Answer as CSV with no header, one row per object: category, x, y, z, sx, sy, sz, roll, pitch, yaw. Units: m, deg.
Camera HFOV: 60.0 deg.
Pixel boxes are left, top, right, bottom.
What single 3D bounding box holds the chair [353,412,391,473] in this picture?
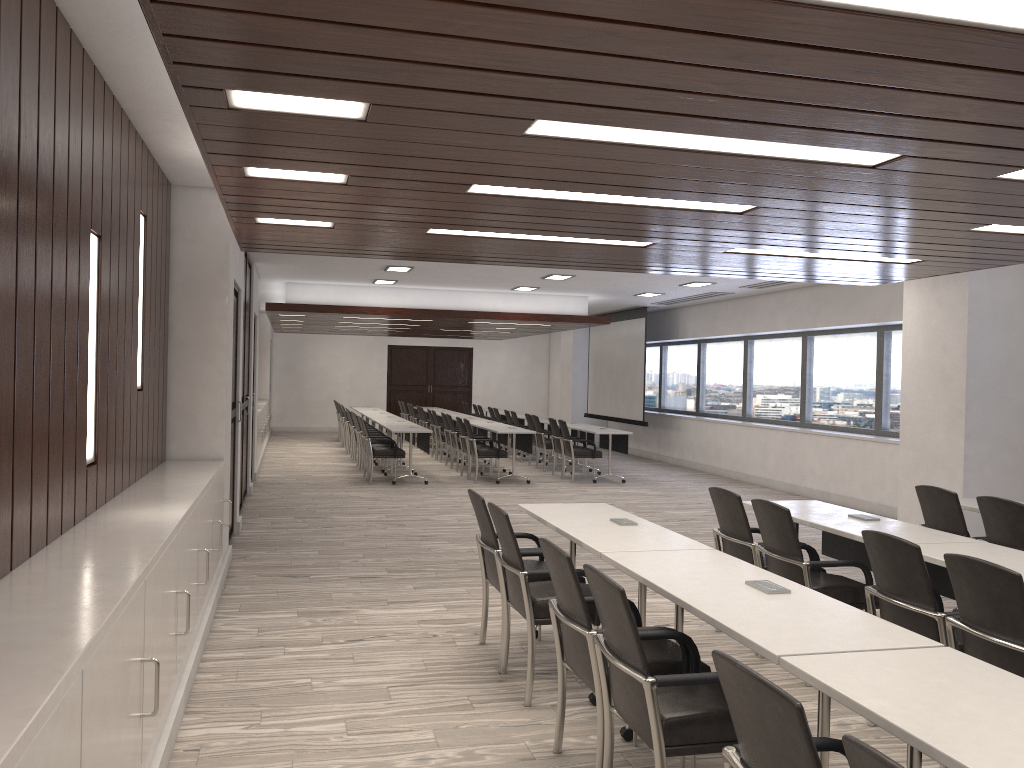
chair,-2.255,0.933,14.324,0.638,0.939,0.513,1,1,-14

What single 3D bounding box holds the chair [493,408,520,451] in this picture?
chair,-0.066,0.953,18.002,0.638,0.939,0.513,1,1,-14

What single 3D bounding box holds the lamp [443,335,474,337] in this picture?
lamp,-1.305,-1.123,20.189,1.496,0.045,0.236,1,1,-14

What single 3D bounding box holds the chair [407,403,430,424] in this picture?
chair,-2.013,0.893,19.630,0.638,0.939,0.513,1,1,-14

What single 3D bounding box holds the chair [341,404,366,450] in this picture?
chair,-3.115,0.883,17.782,0.638,0.939,0.513,1,1,-15

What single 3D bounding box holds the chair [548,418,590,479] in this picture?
chair,0.902,1.009,14.086,0.638,0.939,0.513,1,1,-14

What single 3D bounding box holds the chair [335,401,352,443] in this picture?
chair,-3.729,0.848,20.224,0.638,0.939,0.513,1,1,-14

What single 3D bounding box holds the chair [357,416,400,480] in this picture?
chair,-2.013,0.947,13.351,0.638,0.939,0.513,1,1,-15

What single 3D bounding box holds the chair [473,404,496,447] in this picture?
chair,-0.574,0.924,19.996,0.638,0.939,0.513,1,1,-14

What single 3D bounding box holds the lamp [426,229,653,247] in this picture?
lamp,0.195,-0.964,5.704,1.496,0.045,0.236,1,1,-14

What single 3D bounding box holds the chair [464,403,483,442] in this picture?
chair,-0.817,0.910,20.956,0.638,0.939,0.513,1,1,-13

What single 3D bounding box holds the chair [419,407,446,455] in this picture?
chair,-1.529,0.922,17.645,0.638,0.939,0.513,1,1,-14

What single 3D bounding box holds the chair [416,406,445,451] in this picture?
chair,-1.647,0.915,18.155,0.638,0.939,0.513,1,1,-14

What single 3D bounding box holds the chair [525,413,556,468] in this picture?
chair,0.548,0.988,15.569,0.638,0.939,0.513,1,1,-15

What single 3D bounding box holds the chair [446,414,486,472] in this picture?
chair,-0.778,0.965,14.693,0.638,0.939,0.513,1,1,-15

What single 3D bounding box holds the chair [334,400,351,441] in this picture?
chair,-3.860,0.841,20.732,0.638,0.939,0.513,1,1,-14

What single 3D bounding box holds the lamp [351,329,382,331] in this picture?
lamp,-2.983,-1.147,18.408,1.496,0.045,0.236,1,1,-14

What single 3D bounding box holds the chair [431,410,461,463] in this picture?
chair,-1.155,0.943,16.167,0.638,0.939,0.513,1,1,-14

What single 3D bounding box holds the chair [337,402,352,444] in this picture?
chair,-3.496,0.862,19.257,0.638,0.939,0.513,1,1,-14

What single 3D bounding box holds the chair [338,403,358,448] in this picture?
chair,-3.368,0.869,18.748,0.638,0.939,0.513,1,1,-15

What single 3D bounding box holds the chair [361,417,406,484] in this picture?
chair,-1.878,0.955,12.847,0.638,0.939,0.513,1,1,-13

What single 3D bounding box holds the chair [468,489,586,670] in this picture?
chair,0.065,1.067,5.035,0.638,0.939,0.513,1,1,-15

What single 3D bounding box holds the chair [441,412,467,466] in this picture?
chair,-0.903,0.957,15.197,0.638,0.939,0.513,1,1,-14

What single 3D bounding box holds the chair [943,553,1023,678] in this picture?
chair,2.030,1.127,3.410,0.638,0.939,0.513,1,1,-15

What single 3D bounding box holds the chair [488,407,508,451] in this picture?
chair,-0.187,0.946,18.514,0.638,0.939,0.513,1,1,-15

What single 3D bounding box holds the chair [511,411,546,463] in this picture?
chair,0.292,0.974,16.526,0.638,0.939,0.513,1,1,-13

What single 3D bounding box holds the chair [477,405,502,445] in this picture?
chair,-0.446,0.931,19.479,0.638,0.939,0.513,1,1,-15

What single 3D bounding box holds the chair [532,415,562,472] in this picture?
chair,0.658,0.995,15.058,0.638,0.939,0.513,1,1,-14

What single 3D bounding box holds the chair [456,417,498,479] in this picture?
chair,-0.552,0.978,13.729,0.638,0.939,0.513,1,1,-15

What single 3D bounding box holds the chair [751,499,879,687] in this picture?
chair,1.667,1.106,4.893,0.638,0.939,0.513,1,1,-15

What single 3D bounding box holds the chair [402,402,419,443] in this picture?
chair,-2.252,0.879,20.601,0.638,0.939,0.513,1,1,-14

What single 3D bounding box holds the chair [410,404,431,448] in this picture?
chair,-1.894,0.900,19.124,0.638,0.939,0.513,1,1,-14

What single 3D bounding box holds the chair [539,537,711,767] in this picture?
chair,0.432,1.088,3.548,0.638,0.939,0.513,1,1,-15

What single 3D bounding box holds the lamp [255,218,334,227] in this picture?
lamp,-1.304,-0.995,5.329,0.464,0.045,0.236,1,1,-14

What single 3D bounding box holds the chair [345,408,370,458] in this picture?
chair,-2.749,0.905,16.294,0.638,0.939,0.513,1,1,-14

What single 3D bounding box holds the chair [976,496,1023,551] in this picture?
chair,3.128,1.137,5.259,0.638,0.939,0.513,1,1,-14

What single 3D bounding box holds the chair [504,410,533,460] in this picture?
chair,0.167,0.966,17.035,0.638,0.939,0.513,1,1,-13

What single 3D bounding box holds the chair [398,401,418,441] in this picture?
chair,-2.394,0.872,21.100,0.638,0.939,0.513,1,1,-15

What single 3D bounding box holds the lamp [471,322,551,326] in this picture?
lamp,-0.023,-1.049,15.068,1.496,0.045,0.236,1,1,-14

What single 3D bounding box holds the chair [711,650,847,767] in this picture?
chair,0.813,1.110,2.082,0.638,0.939,0.513,1,1,-15

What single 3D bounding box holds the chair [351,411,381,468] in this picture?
chair,-2.383,0.926,14.842,0.638,0.939,0.513,1,1,-13

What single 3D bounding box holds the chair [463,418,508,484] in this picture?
chair,-0.411,0.986,13.215,0.638,0.939,0.513,1,1,-14

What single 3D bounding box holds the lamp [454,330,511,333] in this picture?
lamp,-0.718,-1.089,17.842,1.496,0.045,0.236,1,1,-14

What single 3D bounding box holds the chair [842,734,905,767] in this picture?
chair,0.942,1.117,1.567,0.638,0.939,0.513,1,1,-13

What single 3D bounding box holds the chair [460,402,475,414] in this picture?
chair,-0.935,0.903,21.463,0.638,0.939,0.513,1,1,-14

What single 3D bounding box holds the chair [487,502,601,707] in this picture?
chair,0.194,1.074,4.521,0.638,0.939,0.513,1,1,-15

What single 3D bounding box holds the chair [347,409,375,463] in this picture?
chair,-2.630,0.912,15.788,0.638,0.939,0.513,1,1,-14

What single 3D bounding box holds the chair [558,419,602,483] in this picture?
chair,1.029,1.016,13.579,0.638,0.939,0.513,1,1,-13

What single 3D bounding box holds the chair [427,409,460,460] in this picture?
chair,-1.284,0.936,16.667,0.638,0.939,0.513,1,1,-13

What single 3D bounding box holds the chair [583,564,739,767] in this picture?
chair,0.573,1.096,3.047,0.638,0.939,0.513,1,1,-14

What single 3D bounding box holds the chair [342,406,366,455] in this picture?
chair,-3.003,0.890,17.269,0.638,0.939,0.513,1,1,-14

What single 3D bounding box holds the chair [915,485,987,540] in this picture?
chair,2.986,1.129,5.761,0.638,0.939,0.513,1,1,-14

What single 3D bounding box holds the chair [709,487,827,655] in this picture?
chair,1.542,1.098,5.405,0.638,0.939,0.513,1,1,-15

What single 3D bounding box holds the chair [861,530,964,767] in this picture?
chair,1.905,1.120,3.918,0.638,0.939,0.513,1,1,-14
